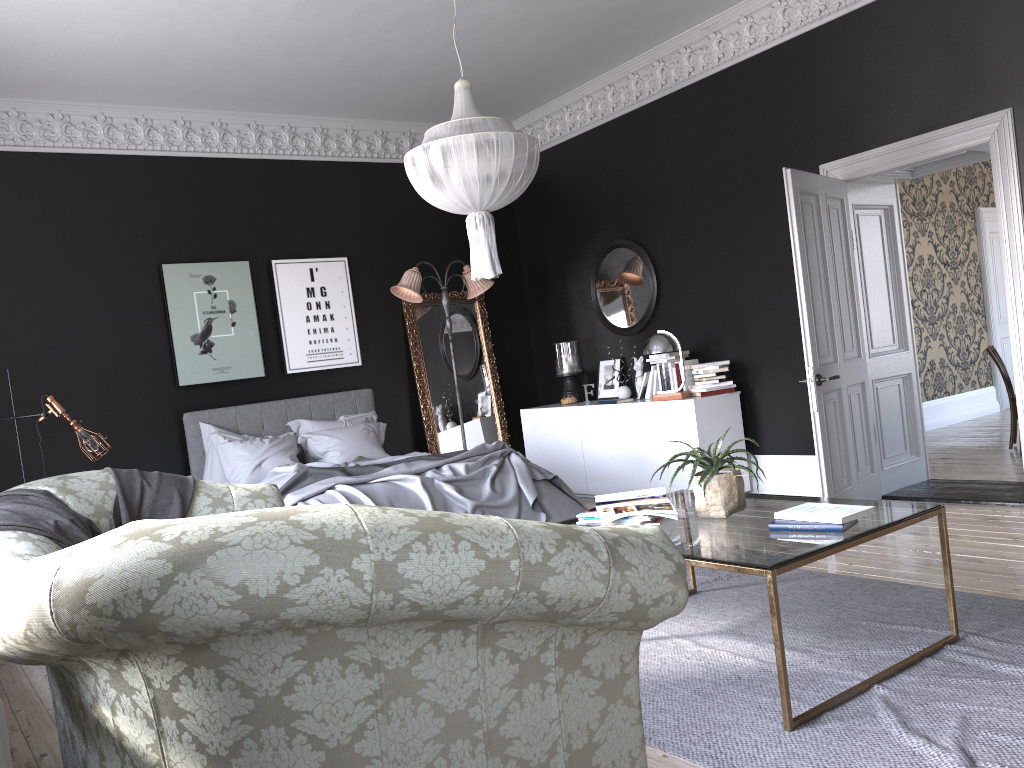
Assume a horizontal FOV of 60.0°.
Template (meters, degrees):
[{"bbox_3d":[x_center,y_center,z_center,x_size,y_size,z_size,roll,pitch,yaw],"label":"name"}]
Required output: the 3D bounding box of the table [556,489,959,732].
[{"bbox_3d":[0.918,0.862,3.853,1.091,0.558,1.450,-8,2,-35],"label":"table"}]

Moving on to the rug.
[{"bbox_3d":[1.047,1.112,3.989,2.103,0.050,3.647,-8,1,-35],"label":"rug"}]

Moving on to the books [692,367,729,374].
[{"bbox_3d":[1.670,-0.112,7.473,0.220,0.030,0.306,-7,1,-5],"label":"books"}]

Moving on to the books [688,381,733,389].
[{"bbox_3d":[1.671,0.008,7.476,0.318,0.031,0.229,-7,1,-5],"label":"books"}]

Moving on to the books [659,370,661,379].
[{"bbox_3d":[1.400,-0.014,7.881,0.195,0.259,0.026,-9,3,-35],"label":"books"}]

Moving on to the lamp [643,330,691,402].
[{"bbox_3d":[1.289,-0.160,7.486,0.341,0.591,0.328,-6,2,35],"label":"lamp"}]

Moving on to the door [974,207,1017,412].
[{"bbox_3d":[6.453,-0.990,11.354,1.393,2.544,0.136,-9,3,-35],"label":"door"}]

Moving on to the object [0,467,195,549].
[{"bbox_3d":[-1.628,0.640,3.399,0.517,0.585,1.365,-7,1,14],"label":"object"}]

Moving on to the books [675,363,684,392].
[{"bbox_3d":[1.528,-0.045,7.696,0.235,0.295,0.038,-9,3,-35],"label":"books"}]

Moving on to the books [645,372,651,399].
[{"bbox_3d":[1.301,0.003,8.024,0.195,0.245,0.132,-9,2,-35],"label":"books"}]

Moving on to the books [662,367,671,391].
[{"bbox_3d":[1.413,-0.018,7.791,0.204,0.270,0.029,-9,3,-35],"label":"books"}]

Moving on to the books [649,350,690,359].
[{"bbox_3d":[1.396,-0.261,7.876,0.220,0.030,0.306,-8,1,-25],"label":"books"}]

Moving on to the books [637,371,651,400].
[{"bbox_3d":[1.252,0.007,8.041,0.202,0.246,0.159,-9,2,-35],"label":"books"}]

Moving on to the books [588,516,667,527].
[{"bbox_3d":[0.522,0.600,3.912,0.318,0.011,0.252,-7,1,22],"label":"books"}]

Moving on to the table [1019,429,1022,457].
[{"bbox_3d":[5.284,0.125,7.777,1.793,0.755,0.851,-8,2,-35],"label":"table"}]

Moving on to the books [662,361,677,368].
[{"bbox_3d":[1.427,-0.041,7.834,0.220,0.307,0.024,-9,3,-35],"label":"books"}]

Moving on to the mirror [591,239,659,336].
[{"bbox_3d":[1.060,-0.922,8.520,0.061,0.925,0.925,-9,2,-35],"label":"mirror"}]

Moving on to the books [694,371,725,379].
[{"bbox_3d":[1.666,-0.081,7.475,0.193,0.030,0.289,-7,1,29],"label":"books"}]

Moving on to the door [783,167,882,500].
[{"bbox_3d":[2.268,-0.273,6.150,0.216,2.376,1.096,-5,3,42],"label":"door"}]

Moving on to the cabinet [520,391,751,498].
[{"bbox_3d":[1.056,0.597,8.274,0.569,0.883,2.398,-9,2,-35],"label":"cabinet"}]

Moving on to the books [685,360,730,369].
[{"bbox_3d":[1.641,-0.161,7.468,0.306,0.030,0.220,-8,1,-15],"label":"books"}]

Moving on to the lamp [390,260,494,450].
[{"bbox_3d":[-0.528,0.020,8.500,0.986,2.413,0.772,-7,2,-2],"label":"lamp"}]

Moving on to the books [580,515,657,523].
[{"bbox_3d":[0.497,0.581,3.929,0.319,0.011,0.252,-7,1,27],"label":"books"}]

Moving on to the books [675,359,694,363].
[{"bbox_3d":[1.528,-0.052,7.739,0.220,0.307,0.030,-9,3,-35],"label":"books"}]

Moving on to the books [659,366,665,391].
[{"bbox_3d":[1.394,-0.028,7.843,0.192,0.290,0.030,-9,3,-35],"label":"books"}]

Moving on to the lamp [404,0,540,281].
[{"bbox_3d":[-0.273,-1.618,5.113,0.782,2.050,0.783,-7,2,8],"label":"lamp"}]

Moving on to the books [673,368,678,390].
[{"bbox_3d":[1.493,-0.024,7.748,0.195,0.259,0.026,-9,3,-35],"label":"books"}]

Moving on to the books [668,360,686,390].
[{"bbox_3d":[1.472,-0.046,7.770,0.220,0.307,0.024,-9,3,-35],"label":"books"}]

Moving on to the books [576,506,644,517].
[{"bbox_3d":[0.486,0.561,3.954,0.319,0.011,0.252,-7,1,32],"label":"books"}]

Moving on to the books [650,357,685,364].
[{"bbox_3d":[1.379,-0.206,7.868,0.195,0.026,0.259,-8,1,-25],"label":"books"}]

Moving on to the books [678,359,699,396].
[{"bbox_3d":[1.550,-0.053,7.659,0.220,0.308,0.050,-9,3,-35],"label":"books"}]

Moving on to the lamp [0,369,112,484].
[{"bbox_3d":[-3.780,0.804,6.481,1.718,1.780,0.436,-7,2,3],"label":"lamp"}]

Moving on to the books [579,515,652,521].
[{"bbox_3d":[0.491,0.571,3.947,0.319,0.011,0.252,-7,1,27],"label":"books"}]

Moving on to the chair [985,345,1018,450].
[{"bbox_3d":[4.664,0.091,8.040,0.541,0.950,0.419,-6,3,35],"label":"chair"}]

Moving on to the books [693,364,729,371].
[{"bbox_3d":[1.681,-0.140,7.486,0.220,0.024,0.307,-7,1,30],"label":"books"}]

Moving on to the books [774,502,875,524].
[{"bbox_3d":[1.227,0.506,3.489,0.220,0.024,0.307,-8,1,-35],"label":"books"}]

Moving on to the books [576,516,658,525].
[{"bbox_3d":[0.488,0.593,3.941,0.319,0.011,0.252,-7,1,37],"label":"books"}]

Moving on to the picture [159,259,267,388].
[{"bbox_3d":[-2.618,-0.547,7.811,0.790,1.079,0.014,-9,3,-35],"label":"picture"}]

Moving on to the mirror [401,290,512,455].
[{"bbox_3d":[-0.516,0.122,9.154,0.990,2.193,0.254,-9,3,-35],"label":"mirror"}]

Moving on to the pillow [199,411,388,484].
[{"bbox_3d":[-1.835,0.584,7.761,1.827,0.760,0.680,-8,2,-35],"label":"pillow"}]

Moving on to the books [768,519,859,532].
[{"bbox_3d":[1.176,0.541,3.456,0.290,0.030,0.192,-6,2,39],"label":"books"}]

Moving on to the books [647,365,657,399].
[{"bbox_3d":[1.324,-0.026,7.983,0.220,0.296,0.127,-9,2,-35],"label":"books"}]

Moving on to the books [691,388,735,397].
[{"bbox_3d":[1.684,0.068,7.441,0.294,0.038,0.234,-8,1,-8],"label":"books"}]

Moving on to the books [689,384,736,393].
[{"bbox_3d":[1.683,0.037,7.450,0.319,0.025,0.228,-8,1,-25],"label":"books"}]

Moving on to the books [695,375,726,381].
[{"bbox_3d":[1.671,-0.052,7.491,0.193,0.030,0.289,-7,1,-4],"label":"books"}]

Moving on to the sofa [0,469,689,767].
[{"bbox_3d":[-0.957,0.857,2.682,1.604,1.161,2.815,-8,2,-34],"label":"sofa"}]

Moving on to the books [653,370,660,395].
[{"bbox_3d":[1.346,-0.008,7.958,0.195,0.256,0.091,-9,3,-35],"label":"books"}]

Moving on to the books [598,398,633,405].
[{"bbox_3d":[0.940,0.156,8.039,0.192,0.030,0.290,-8,1,-29],"label":"books"}]

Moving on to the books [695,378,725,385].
[{"bbox_3d":[1.673,-0.022,7.483,0.203,0.029,0.268,-7,1,25],"label":"books"}]

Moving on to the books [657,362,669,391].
[{"bbox_3d":[1.399,-0.039,7.923,0.220,0.307,0.030,-9,3,-35],"label":"books"}]

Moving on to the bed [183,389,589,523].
[{"bbox_3d":[-1.221,0.711,6.826,3.286,1.299,2.761,-6,2,43],"label":"bed"}]

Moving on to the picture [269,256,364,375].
[{"bbox_3d":[-1.833,-0.659,8.368,0.790,1.079,0.014,-9,3,-35],"label":"picture"}]

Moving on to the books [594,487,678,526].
[{"bbox_3d":[0.537,0.542,3.894,0.322,0.109,0.273,-7,1,0],"label":"books"}]

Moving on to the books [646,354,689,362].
[{"bbox_3d":[1.379,-0.231,7.861,0.307,0.024,0.220,-6,2,45],"label":"books"}]
